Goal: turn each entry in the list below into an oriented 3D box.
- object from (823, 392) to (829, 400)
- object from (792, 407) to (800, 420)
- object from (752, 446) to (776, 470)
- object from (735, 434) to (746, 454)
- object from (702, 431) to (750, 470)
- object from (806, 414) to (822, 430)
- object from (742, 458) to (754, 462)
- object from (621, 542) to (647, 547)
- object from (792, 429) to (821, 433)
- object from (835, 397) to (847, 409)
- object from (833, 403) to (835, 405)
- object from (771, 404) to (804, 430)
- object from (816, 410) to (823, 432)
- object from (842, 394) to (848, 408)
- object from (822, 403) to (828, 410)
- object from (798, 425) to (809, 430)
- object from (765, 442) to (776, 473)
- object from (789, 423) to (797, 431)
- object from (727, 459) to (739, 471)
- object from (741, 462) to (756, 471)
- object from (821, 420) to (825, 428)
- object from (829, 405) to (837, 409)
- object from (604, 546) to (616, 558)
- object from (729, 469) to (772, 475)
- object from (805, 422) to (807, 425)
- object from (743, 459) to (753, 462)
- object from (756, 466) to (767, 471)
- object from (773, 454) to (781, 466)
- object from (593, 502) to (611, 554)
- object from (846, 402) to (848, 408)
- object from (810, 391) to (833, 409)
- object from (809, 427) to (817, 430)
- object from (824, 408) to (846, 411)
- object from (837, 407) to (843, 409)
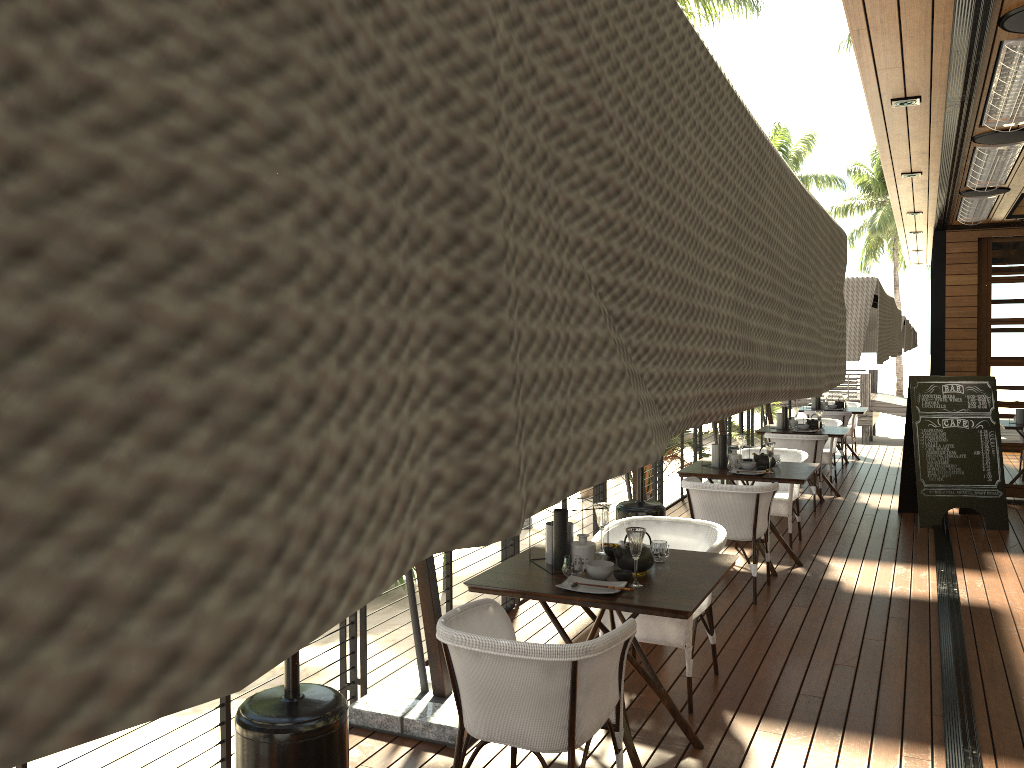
[{"bbox_3d":[4.698,0.235,13.270,0.082,0.227,0.082,1,2,26],"label":"object"},{"bbox_3d":[3.260,0.378,10.178,0.082,0.227,0.082,1,2,26],"label":"object"},{"bbox_3d":[1.938,0.561,6.793,0.163,0.179,0.168,1,2,27],"label":"object"},{"bbox_3d":[1.834,0.520,7.115,0.082,0.227,0.082,1,2,26],"label":"object"},{"bbox_3d":[1.666,0.515,6.921,0.263,0.264,0.263,-1,2,-20],"label":"object"},{"bbox_3d":[3.363,0.419,9.860,0.168,0.179,0.163,1,2,23],"label":"object"},{"bbox_3d":[1.988,0.621,7.172,0.294,0.025,0.170,1,3,25],"label":"object"},{"bbox_3d":[0.544,0.750,3.954,0.116,0.065,0.116,1,2,23],"label":"object"},{"bbox_3d":[3.183,0.510,9.577,0.294,0.025,0.170,1,3,25],"label":"object"},{"bbox_3d":[4.802,0.276,12.951,0.168,0.179,0.163,1,2,23],"label":"object"},{"bbox_3d":[4.830,0.324,13.163,0.116,0.065,0.116,1,3,29],"label":"object"},{"bbox_3d":[3.092,0.373,9.984,0.263,0.264,0.263,-1,2,-20],"label":"object"},{"bbox_3d":[3.337,0.403,9.627,0.082,0.227,0.082,1,2,26],"label":"object"},{"bbox_3d":[4.776,0.260,12.718,0.082,0.227,0.082,1,2,26],"label":"object"},{"bbox_3d":[4.536,0.327,12.857,0.086,0.086,0.086,1,2,30],"label":"object"},{"bbox_3d":[3.205,0.482,9.738,0.116,0.065,0.116,1,3,29],"label":"object"},{"bbox_3d":[1.912,0.545,6.563,0.082,0.227,0.082,0,2,14],"label":"object"},{"bbox_3d":[3.097,0.471,9.766,0.086,0.086,0.086,1,2,30],"label":"object"},{"bbox_3d":[1.672,0.613,6.702,0.086,0.086,0.086,1,2,30],"label":"object"},{"bbox_3d":[1.780,0.624,6.675,0.116,0.065,0.116,1,2,23],"label":"object"},{"bbox_3d":[3.498,0.457,10.040,0.086,0.086,0.086,1,2,30],"label":"object"},{"bbox_3d":[4.644,0.339,12.830,0.116,0.065,0.116,1,3,29],"label":"object"},{"bbox_3d":[0.453,0.760,3.996,0.080,0.042,0.080,-1,2,-14],"label":"object"},{"bbox_3d":[1.757,0.652,6.513,0.294,0.025,0.170,1,3,25],"label":"object"},{"bbox_3d":[3.391,0.467,10.071,0.116,0.065,0.116,1,3,29],"label":"object"},{"bbox_3d":[1.874,0.619,7.049,0.080,0.042,0.080,-1,2,-14],"label":"object"},{"bbox_3d":[1.869,0.637,6.635,0.080,0.042,0.080,-1,2,-14],"label":"object"},{"bbox_3d":[2.073,0.599,6.976,0.086,0.086,0.086,1,2,30],"label":"object"},{"bbox_3d":[0.413,0.662,4.061,0.082,0.227,0.082,1,2,26],"label":"object"},{"bbox_3d":[4.937,0.314,13.131,0.086,0.086,0.086,1,2,30],"label":"object"},{"bbox_3d":[4.530,0.230,13.076,0.263,0.264,0.263,-1,2,-20],"label":"object"},{"bbox_3d":[3.295,0.495,9.698,0.080,0.042,0.080,0,2,16],"label":"object"},{"bbox_3d":[4.622,0.367,12.668,0.294,0.025,0.170,1,3,25],"label":"object"},{"bbox_3d":[4.734,0.352,12.790,0.080,0.042,0.080,0,2,-6],"label":"object"}]
